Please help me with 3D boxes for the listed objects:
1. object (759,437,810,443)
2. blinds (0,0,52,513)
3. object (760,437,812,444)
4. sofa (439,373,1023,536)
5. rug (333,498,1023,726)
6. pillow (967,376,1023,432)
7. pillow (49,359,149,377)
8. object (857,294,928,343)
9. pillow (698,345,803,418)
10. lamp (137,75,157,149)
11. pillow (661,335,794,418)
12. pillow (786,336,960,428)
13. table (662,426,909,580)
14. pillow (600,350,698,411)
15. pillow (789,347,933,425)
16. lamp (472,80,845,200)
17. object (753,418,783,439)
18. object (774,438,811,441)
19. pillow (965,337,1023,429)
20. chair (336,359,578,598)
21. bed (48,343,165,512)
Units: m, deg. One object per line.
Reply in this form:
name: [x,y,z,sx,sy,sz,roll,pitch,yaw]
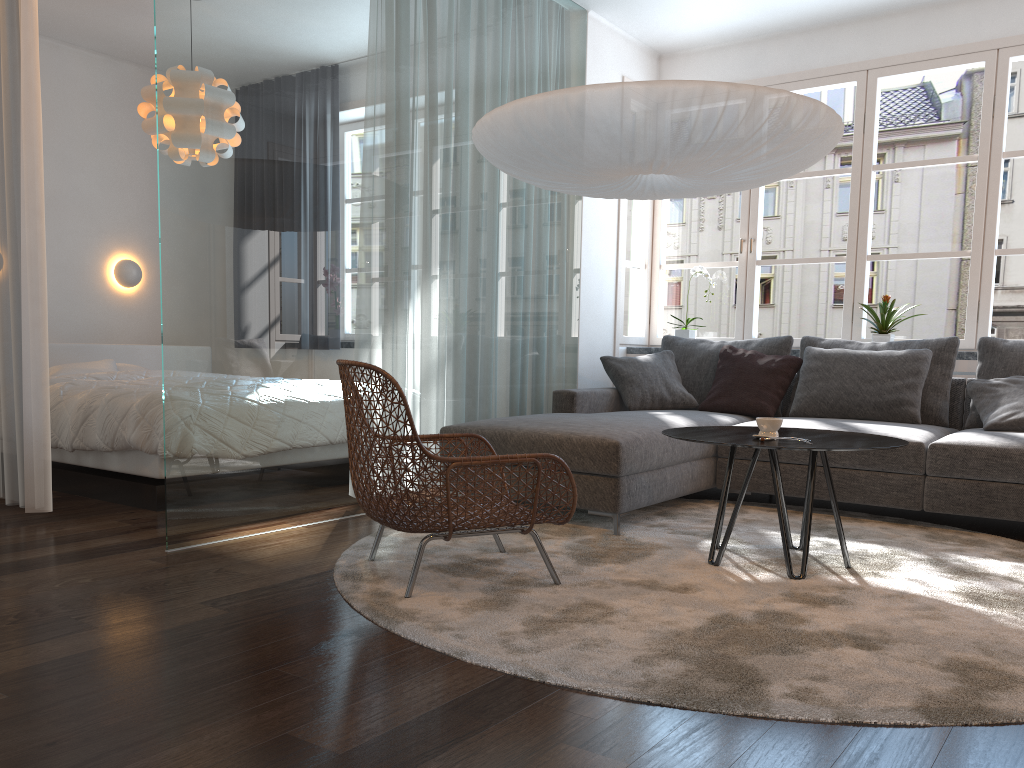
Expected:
object: [0.915,0.186,2.969,0.163,0.016,0.025,2,3,10]
blinds: [-2.624,-0.863,4.078,1.802,2.755,0.153,5,7,37]
object: [0.908,0.187,2.927,0.167,0.015,0.014,2,4,22]
sofa: [1.476,0.306,4.107,3.059,0.676,2.033,3,3,35]
rug: [0.799,0.652,3.239,2.835,0.012,2.824,2,2,15]
pillow: [2.446,0.068,4.160,0.491,0.323,0.442,2,4,17]
pillow: [-2.607,-0.059,5.672,0.619,0.197,0.918,3,3,35]
object: [2.198,-0.358,5.154,0.376,0.331,0.321,2,4,10]
pillow: [1.348,-0.019,5.033,0.519,0.406,0.310,4,5,37]
lamp: [-1.863,-1.782,5.145,0.549,0.978,0.549,5,6,35]
pillow: [1.231,-0.055,5.304,0.834,0.481,0.274,3,5,35]
pillow: [1.947,-0.026,4.813,0.837,0.478,0.276,3,5,35]
table: [0.965,0.424,3.218,0.844,0.476,0.844,3,4,38]
pillow: [0.810,-0.024,5.237,0.515,0.362,0.344,0,4,-15]
pillow: [1.852,0.002,4.708,0.665,0.400,0.291,3,5,35]
lamp: [0.570,-0.917,3.612,1.469,0.211,1.462,0,2,-18]
object: [0.879,0.155,3.068,0.139,0.069,0.091,-1,4,-43]
object: [0.955,0.188,3.010,0.124,0.010,0.026,1,3,2]
pillow: [2.685,0.009,4.280,0.834,0.480,0.274,3,5,35]
chair: [-0.225,0.280,2.928,0.685,0.714,0.714,-1,4,-22]
bed: [-1.954,0.151,5.328,2.435,0.767,2.159,3,3,35]
